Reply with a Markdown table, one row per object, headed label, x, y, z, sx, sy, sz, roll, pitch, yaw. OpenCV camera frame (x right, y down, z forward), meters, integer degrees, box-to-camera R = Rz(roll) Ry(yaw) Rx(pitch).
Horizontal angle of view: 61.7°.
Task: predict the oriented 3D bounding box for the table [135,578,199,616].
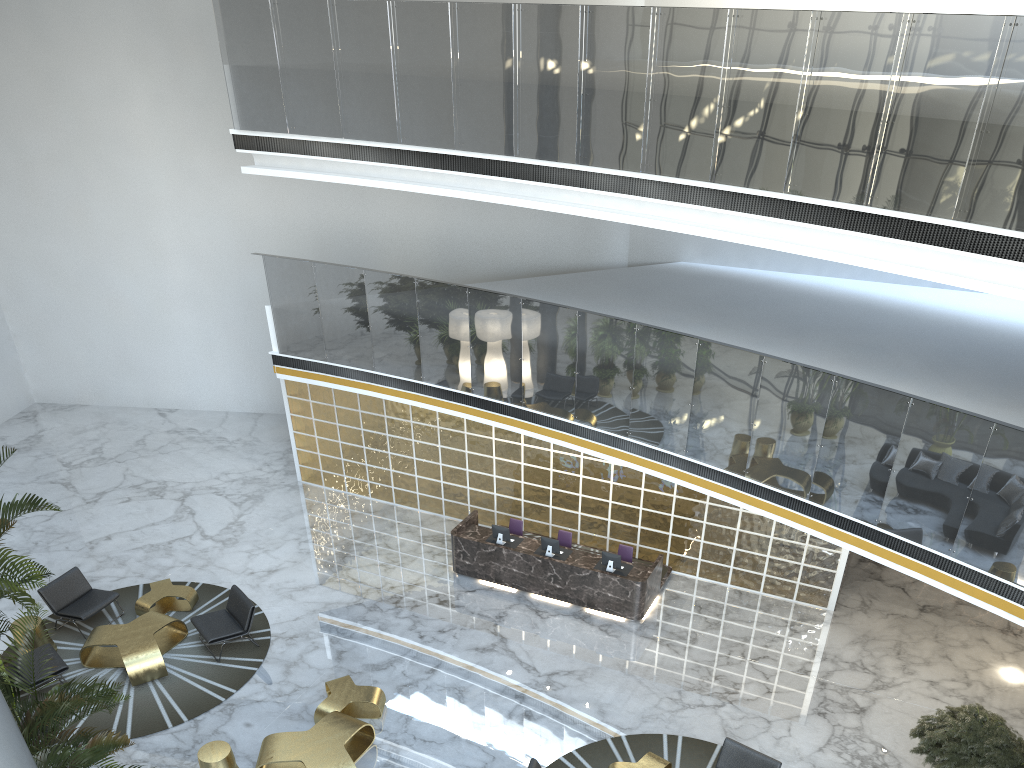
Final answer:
| label | x | y | z | sx | sy | sz | roll | pitch | yaw |
| --- | --- | --- | --- | --- | --- | --- | --- | --- | --- |
| table | -4.986 | 3.113 | 12.446 | 0.746 | 0.311 | 0.759 | 1 | 25 | 1 |

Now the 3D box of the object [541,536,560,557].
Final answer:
| label | x | y | z | sx | sy | sz | roll | pitch | yaw |
| --- | --- | --- | --- | --- | --- | --- | --- | --- | --- |
| object | 0.558 | 2.393 | 12.589 | 0.281 | 0.333 | 0.104 | 11 | 33 | 20 |

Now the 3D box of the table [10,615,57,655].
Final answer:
| label | x | y | z | sx | sy | sz | roll | pitch | yaw |
| --- | --- | --- | --- | --- | --- | --- | --- | --- | --- |
| table | -6.399 | 3.397 | 11.437 | 0.452 | 0.570 | 0.406 | -13 | 32 | -23 |

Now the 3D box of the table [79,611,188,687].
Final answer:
| label | x | y | z | sx | sy | sz | roll | pitch | yaw |
| --- | --- | --- | --- | --- | --- | --- | --- | --- | --- |
| table | -4.971 | 3.513 | 11.380 | 1.344 | 0.456 | 1.063 | -14 | 29 | -29 |

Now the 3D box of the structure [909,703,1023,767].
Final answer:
| label | x | y | z | sx | sy | sz | roll | pitch | yaw |
| --- | --- | --- | --- | --- | --- | --- | --- | --- | --- |
| structure | 4.970 | 4.100 | 9.313 | 1.206 | 1.506 | 1.021 | -7 | 30 | -13 |

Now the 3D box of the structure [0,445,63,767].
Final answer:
| label | x | y | z | sx | sy | sz | roll | pitch | yaw |
| --- | --- | --- | --- | --- | --- | --- | --- | --- | --- |
| structure | -4.792 | 2.684 | 7.468 | 2.335 | 5.266 | 2.327 | 26 | 39 | 37 |

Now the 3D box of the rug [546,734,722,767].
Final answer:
| label | x | y | z | sx | sy | sz | roll | pitch | yaw |
| --- | --- | --- | --- | --- | --- | --- | --- | --- | --- |
| rug | 1.671 | 4.938 | 9.099 | 3.368 | 0.021 | 3.288 | 15 | 28 | 27 |

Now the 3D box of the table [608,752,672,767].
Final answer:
| label | x | y | z | sx | sy | sz | roll | pitch | yaw |
| --- | --- | --- | --- | --- | --- | --- | --- | --- | --- |
| table | 1.505 | 4.477 | 9.712 | 0.806 | 0.311 | 0.705 | 19 | 31 | 33 |

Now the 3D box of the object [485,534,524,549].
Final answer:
| label | x | y | z | sx | sy | sz | roll | pitch | yaw |
| --- | --- | --- | --- | --- | --- | --- | --- | --- | --- |
| object | -0.130 | 2.384 | 12.984 | 0.492 | 0.005 | 0.379 | 12 | 26 | 22 |

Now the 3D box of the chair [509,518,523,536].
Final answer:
| label | x | y | z | sx | sy | sz | roll | pitch | yaw |
| --- | --- | --- | --- | --- | --- | --- | --- | --- | --- |
| chair | 0.003 | 2.431 | 13.323 | 0.248 | 0.663 | 0.314 | 14 | 33 | 23 |

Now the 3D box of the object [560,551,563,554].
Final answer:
| label | x | y | z | sx | sy | sz | roll | pitch | yaw |
| --- | --- | --- | --- | --- | --- | --- | --- | --- | --- |
| object | 0.633 | 2.489 | 12.766 | 0.255 | 0.012 | 0.065 | 11 | 26 | 20 |

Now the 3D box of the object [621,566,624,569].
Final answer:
| label | x | y | z | sx | sy | sz | roll | pitch | yaw |
| --- | --- | --- | --- | --- | --- | --- | --- | --- | --- |
| object | 1.494 | 2.645 | 12.457 | 0.255 | 0.012 | 0.065 | 11 | 26 | 20 |

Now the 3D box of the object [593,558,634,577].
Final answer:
| label | x | y | z | sx | sy | sz | roll | pitch | yaw |
| --- | --- | --- | --- | --- | --- | --- | --- | --- | --- |
| object | 1.459 | 2.673 | 12.415 | 0.492 | 0.005 | 0.379 | 12 | 26 | 22 |

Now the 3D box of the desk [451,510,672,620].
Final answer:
| label | x | y | z | sx | sy | sz | roll | pitch | yaw |
| --- | --- | --- | --- | --- | --- | --- | --- | --- | --- |
| desk | 0.791 | 2.623 | 13.263 | 3.046 | 0.810 | 1.452 | 11 | 28 | 21 |

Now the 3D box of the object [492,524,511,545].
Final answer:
| label | x | y | z | sx | sy | sz | roll | pitch | yaw |
| --- | --- | --- | --- | --- | --- | --- | --- | --- | --- |
| object | -0.169 | 2.260 | 12.849 | 0.281 | 0.333 | 0.104 | 11 | 33 | 20 |

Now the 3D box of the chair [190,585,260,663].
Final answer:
| label | x | y | z | sx | sy | sz | roll | pitch | yaw |
| --- | --- | --- | --- | --- | --- | --- | --- | --- | --- |
| chair | -3.891 | 3.251 | 11.645 | 0.708 | 0.761 | 0.655 | -20 | 34 | -32 |

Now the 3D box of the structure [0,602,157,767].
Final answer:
| label | x | y | z | sx | sy | sz | roll | pitch | yaw |
| --- | --- | --- | --- | --- | --- | --- | --- | --- | --- |
| structure | -3.543 | 3.610 | 6.744 | 1.584 | 4.216 | 1.873 | -26 | 39 | -36 |

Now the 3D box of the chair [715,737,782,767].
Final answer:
| label | x | y | z | sx | sy | sz | roll | pitch | yaw |
| --- | --- | --- | --- | --- | --- | --- | --- | --- | --- |
| chair | 2.446 | 4.411 | 9.357 | 0.677 | 0.761 | 0.685 | 20 | 34 | 32 |

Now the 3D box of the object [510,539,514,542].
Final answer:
| label | x | y | z | sx | sy | sz | roll | pitch | yaw |
| --- | --- | --- | --- | --- | --- | --- | --- | --- | --- |
| object | -0.094 | 2.356 | 13.026 | 0.255 | 0.012 | 0.065 | 11 | 26 | 20 |

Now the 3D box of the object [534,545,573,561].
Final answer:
| label | x | y | z | sx | sy | sz | roll | pitch | yaw |
| --- | --- | --- | --- | --- | --- | --- | --- | --- | --- |
| object | 0.597 | 2.516 | 12.724 | 0.492 | 0.005 | 0.379 | 12 | 26 | 22 |

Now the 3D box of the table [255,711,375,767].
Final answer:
| label | x | y | z | sx | sy | sz | roll | pitch | yaw |
| --- | --- | --- | --- | --- | --- | --- | --- | --- | --- |
| table | -2.153 | 4.312 | 9.756 | 1.435 | 0.487 | 1.135 | -14 | 29 | -29 |

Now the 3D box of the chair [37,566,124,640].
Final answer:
| label | x | y | z | sx | sy | sz | roll | pitch | yaw |
| --- | --- | --- | --- | --- | --- | --- | --- | --- | --- |
| chair | -6.008 | 3.058 | 11.978 | 0.705 | 0.761 | 0.658 | 11 | 30 | 20 |

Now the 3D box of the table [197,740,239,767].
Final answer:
| label | x | y | z | sx | sy | sz | roll | pitch | yaw |
| --- | --- | --- | --- | --- | --- | --- | --- | --- | --- |
| table | -3.292 | 4.305 | 9.626 | 0.434 | 0.564 | 0.395 | -16 | 33 | -27 |

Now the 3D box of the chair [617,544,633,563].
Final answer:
| label | x | y | z | sx | sy | sz | roll | pitch | yaw |
| --- | --- | --- | --- | --- | --- | --- | --- | --- | --- |
| chair | 1.626 | 2.727 | 12.741 | 0.248 | 0.663 | 0.314 | 14 | 33 | 23 |

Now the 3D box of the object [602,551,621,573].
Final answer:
| label | x | y | z | sx | sy | sz | roll | pitch | yaw |
| --- | --- | --- | --- | --- | --- | --- | --- | --- | --- |
| object | 1.419 | 2.549 | 12.280 | 0.281 | 0.333 | 0.104 | 11 | 33 | 20 |

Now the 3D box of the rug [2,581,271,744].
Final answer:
| label | x | y | z | sx | sy | sz | roll | pitch | yaw |
| --- | --- | --- | --- | --- | --- | --- | --- | --- | --- |
| rug | -5.112 | 3.654 | 11.641 | 3.546 | 0.021 | 3.111 | -5 | 25 | -13 |

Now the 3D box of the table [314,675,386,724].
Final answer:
| label | x | y | z | sx | sy | sz | roll | pitch | yaw |
| --- | --- | --- | --- | --- | --- | --- | --- | --- | --- |
| table | -2.004 | 3.976 | 10.708 | 0.797 | 0.332 | 0.811 | 1 | 25 | 1 |

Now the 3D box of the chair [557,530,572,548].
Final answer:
| label | x | y | z | sx | sy | sz | roll | pitch | yaw |
| --- | --- | --- | --- | --- | --- | --- | --- | --- | --- |
| chair | 0.745 | 2.566 | 13.057 | 0.248 | 0.663 | 0.314 | 14 | 33 | 23 |

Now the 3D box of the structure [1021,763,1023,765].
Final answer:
| label | x | y | z | sx | sy | sz | roll | pitch | yaw |
| --- | --- | --- | --- | --- | --- | --- | --- | --- | --- |
| structure | 5.723 | 4.258 | 8.110 | 1.631 | 2.239 | 1.778 | 2 | 29 | 3 |

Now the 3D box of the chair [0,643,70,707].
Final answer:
| label | x | y | z | sx | sy | sz | roll | pitch | yaw |
| --- | --- | --- | --- | --- | --- | --- | --- | --- | --- |
| chair | -6.068 | 3.590 | 10.792 | 0.701 | 0.761 | 0.662 | -23 | 36 | -37 |

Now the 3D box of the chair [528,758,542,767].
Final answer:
| label | x | y | z | sx | sy | sz | roll | pitch | yaw |
| --- | --- | --- | --- | --- | --- | --- | --- | --- | --- |
| chair | 0.493 | 4.478 | 9.119 | 0.723 | 0.761 | 0.640 | 4 | 29 | 6 |
